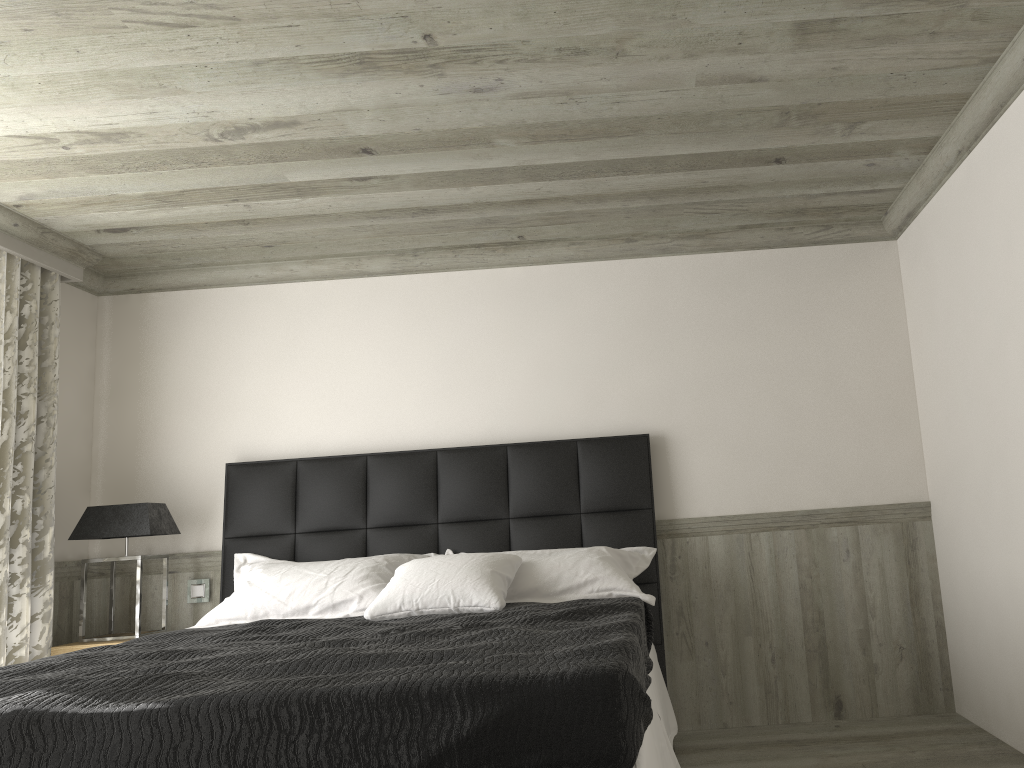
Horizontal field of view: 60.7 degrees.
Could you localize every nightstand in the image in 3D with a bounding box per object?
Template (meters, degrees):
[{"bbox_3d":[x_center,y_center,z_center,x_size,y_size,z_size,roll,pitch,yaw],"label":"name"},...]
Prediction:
[{"bbox_3d":[-2.009,1.684,4.501,0.471,0.722,0.435,-4,-10,4],"label":"nightstand"}]

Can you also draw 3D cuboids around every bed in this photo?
[{"bbox_3d":[-0.615,0.928,3.388,2.469,1.623,3.067,-4,-10,5],"label":"bed"}]

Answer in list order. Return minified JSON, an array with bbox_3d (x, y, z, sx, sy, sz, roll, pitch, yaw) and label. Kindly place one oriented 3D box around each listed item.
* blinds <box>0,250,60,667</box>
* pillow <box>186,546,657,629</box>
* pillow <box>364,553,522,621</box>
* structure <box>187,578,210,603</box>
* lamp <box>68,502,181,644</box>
[{"bbox_3d":[-2.480,0.569,4.150,0.145,2.804,0.853,-4,-10,10],"label":"blinds"},{"bbox_3d":[-0.416,0.994,4.487,2.317,0.381,0.642,-4,-10,2],"label":"pillow"},{"bbox_3d":[-0.304,0.941,4.102,0.636,0.273,0.476,-5,-10,7],"label":"pillow"},{"bbox_3d":[-1.762,1.162,4.907,0.123,0.128,0.017,-3,-10,0],"label":"structure"},{"bbox_3d":[-2.050,0.990,4.629,0.430,0.692,0.298,-3,-10,3],"label":"lamp"}]
